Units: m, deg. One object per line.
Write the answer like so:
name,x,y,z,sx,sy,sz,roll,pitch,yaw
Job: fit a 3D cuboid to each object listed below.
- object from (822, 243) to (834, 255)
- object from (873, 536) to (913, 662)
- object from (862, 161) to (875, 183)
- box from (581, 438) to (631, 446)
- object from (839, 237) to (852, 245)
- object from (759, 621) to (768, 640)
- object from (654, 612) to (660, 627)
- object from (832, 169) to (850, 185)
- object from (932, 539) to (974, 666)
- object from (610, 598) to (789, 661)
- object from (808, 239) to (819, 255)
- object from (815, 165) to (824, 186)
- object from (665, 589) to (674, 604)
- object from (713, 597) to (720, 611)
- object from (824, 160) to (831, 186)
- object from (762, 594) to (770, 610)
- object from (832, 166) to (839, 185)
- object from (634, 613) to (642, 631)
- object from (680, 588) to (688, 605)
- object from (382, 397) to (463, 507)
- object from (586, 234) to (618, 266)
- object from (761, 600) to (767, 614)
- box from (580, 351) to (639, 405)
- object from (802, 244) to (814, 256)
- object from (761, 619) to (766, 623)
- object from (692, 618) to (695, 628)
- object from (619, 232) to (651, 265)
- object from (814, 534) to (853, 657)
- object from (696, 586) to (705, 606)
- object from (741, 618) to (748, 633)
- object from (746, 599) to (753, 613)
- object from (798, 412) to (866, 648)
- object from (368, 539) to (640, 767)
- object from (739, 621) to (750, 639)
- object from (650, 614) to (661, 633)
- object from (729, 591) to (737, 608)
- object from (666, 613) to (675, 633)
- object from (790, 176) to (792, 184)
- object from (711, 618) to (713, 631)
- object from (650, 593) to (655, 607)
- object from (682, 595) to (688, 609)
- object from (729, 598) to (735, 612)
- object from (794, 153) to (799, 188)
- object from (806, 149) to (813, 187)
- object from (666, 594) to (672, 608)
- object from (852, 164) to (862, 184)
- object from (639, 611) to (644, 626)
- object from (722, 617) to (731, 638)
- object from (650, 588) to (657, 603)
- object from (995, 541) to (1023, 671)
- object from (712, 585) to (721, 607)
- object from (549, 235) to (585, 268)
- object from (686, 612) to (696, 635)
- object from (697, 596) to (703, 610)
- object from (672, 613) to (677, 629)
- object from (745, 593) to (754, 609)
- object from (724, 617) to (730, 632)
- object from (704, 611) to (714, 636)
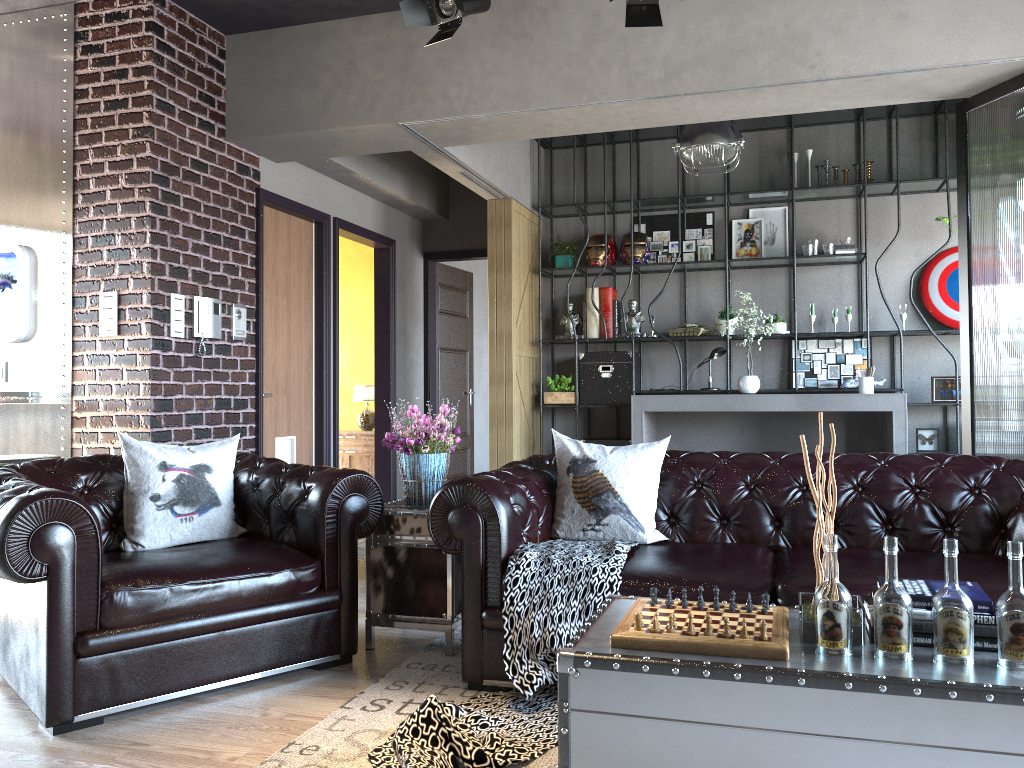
object,2.644,-1.120,7.410,0.092,0.099,0.092,0,-1,-25
object,0.913,0.513,2.127,0.088,0.290,0.084,-1,-2,22
object,2.982,-1.763,7.419,0.130,0.232,0.130,0,-1,-5
box,0.899,0.731,8.059,0.489,0.481,0.373,-1,-1,17
object,2.852,-1.214,7.580,0.103,0.068,0.103,-1,-1,10
object,0.613,0.602,2.162,0.019,0.040,0.019,-1,-2,21
object,0.373,0.606,2.286,0.017,0.037,0.017,-1,-1,11
object,2.808,-1.721,7.456,0.189,0.152,0.189,-1,-1,40
object,1.038,0.512,2.089,0.088,0.290,0.084,-1,-2,22
object,0.510,0.643,2.353,0.429,0.036,0.429,-1,-1,17
object,2.566,-1.146,7.544,0.087,0.155,0.087,-1,-2,30
object,2.628,-1.759,7.579,0.084,0.233,0.084,-2,-2,44
object,0.450,0.605,2.532,0.026,0.044,0.026,0,-2,-28
object,0.566,0.607,2.453,0.017,0.037,0.017,-1,-2,24
object,2.663,-1.766,7.492,0.100,0.243,0.100,-1,-2,26
object,0.704,0.604,2.458,0.019,0.040,0.019,0,-1,-9
object,2.788,-1.756,7.631,0.080,0.226,0.080,0,-2,-10
object,0.320,0.605,2.254,0.019,0.040,0.019,-1,-2,21
object,0.490,0.603,2.521,0.022,0.047,0.022,0,-2,-28
object,-0.396,0.302,3.972,0.352,0.484,0.349,1,-2,-42
object,0.807,-1.213,8.103,0.280,0.327,0.399,-1,-1,22
object,0.686,0.606,2.415,0.017,0.037,0.017,-1,-2,36
box,0.894,-0.054,8.080,0.489,0.481,0.373,-1,-1,17
object,2.489,-1.119,7.458,0.092,0.099,0.092,0,-1,-35
object,0.625,0.604,2.206,0.017,0.037,0.017,-1,-1,11
object,0.456,0.606,2.258,0.017,0.037,0.017,-1,-1,11
object,1.111,-1.216,8.009,0.280,0.327,0.399,-1,-1,7
object,0.784,0.515,2.167,0.088,0.290,0.084,-1,-2,22
object,0.534,0.598,2.508,0.025,0.055,0.024,0,-2,-28
object,0.581,0.604,2.219,0.017,0.037,0.017,-1,-1,11
object,0.649,0.606,2.424,0.017,0.037,0.017,-1,-2,24
object,0.827,0.365,2.313,0.156,0.583,0.185,-1,-2,17
object,0.024,0.878,2.965,0.562,0.569,1.699,-1,-1,37
object,0.571,0.600,2.175,0.026,0.044,0.026,0,-2,-28
object,0.362,0.602,2.240,0.026,0.044,0.026,0,-2,-28
object,0.619,0.602,2.482,0.022,0.047,0.022,0,-2,-28
object,0.399,0.600,2.229,0.022,0.047,0.022,1,-2,-41
object,2.397,-1.706,7.570,0.135,0.129,0.135,0,-1,-10
object,0.500,0.605,2.243,0.017,0.037,0.017,-1,-1,11
object,0.397,0.609,2.504,0.017,0.037,0.017,0,-1,-2
object,0.482,0.608,2.478,0.017,0.037,0.017,-1,-2,24
object,0.605,0.606,2.438,0.017,0.037,0.017,-1,-2,24
object,2.498,-1.834,7.807,0.128,0.390,0.128,0,-2,-14
object,2.585,-1.836,7.706,0.128,0.390,0.128,0,-2,-23
object,0.440,0.608,2.490,0.017,0.037,0.017,-1,-2,24
object,2.933,-1.762,7.536,0.084,0.233,0.084,0,-1,-2
object,0.333,0.607,2.296,0.017,0.037,0.017,-1,-1,11
object,0.529,0.599,2.188,0.022,0.047,0.022,1,-2,-41
object,0.408,0.607,2.548,0.019,0.040,0.019,0,-1,-9
object,1.167,0.511,2.049,0.088,0.290,0.084,-1,-2,22
object,0.575,0.597,2.497,0.025,0.059,0.025,-1,-1,11
object,0.483,-1.211,8.218,0.324,0.339,0.295,0,-1,-27
object,0.445,0.596,2.212,0.025,0.055,0.024,0,-2,-28
object,0.523,0.607,2.465,0.017,0.037,0.017,-1,-2,24
object,0.415,0.606,2.272,0.017,0.037,0.017,-1,-1,11
object,0.661,0.603,2.468,0.026,0.044,0.026,0,-2,-28
object,0.541,0.605,2.231,0.017,0.037,0.017,-1,-1,11
object,0.488,0.594,2.201,0.025,0.059,0.025,0,-2,-28
